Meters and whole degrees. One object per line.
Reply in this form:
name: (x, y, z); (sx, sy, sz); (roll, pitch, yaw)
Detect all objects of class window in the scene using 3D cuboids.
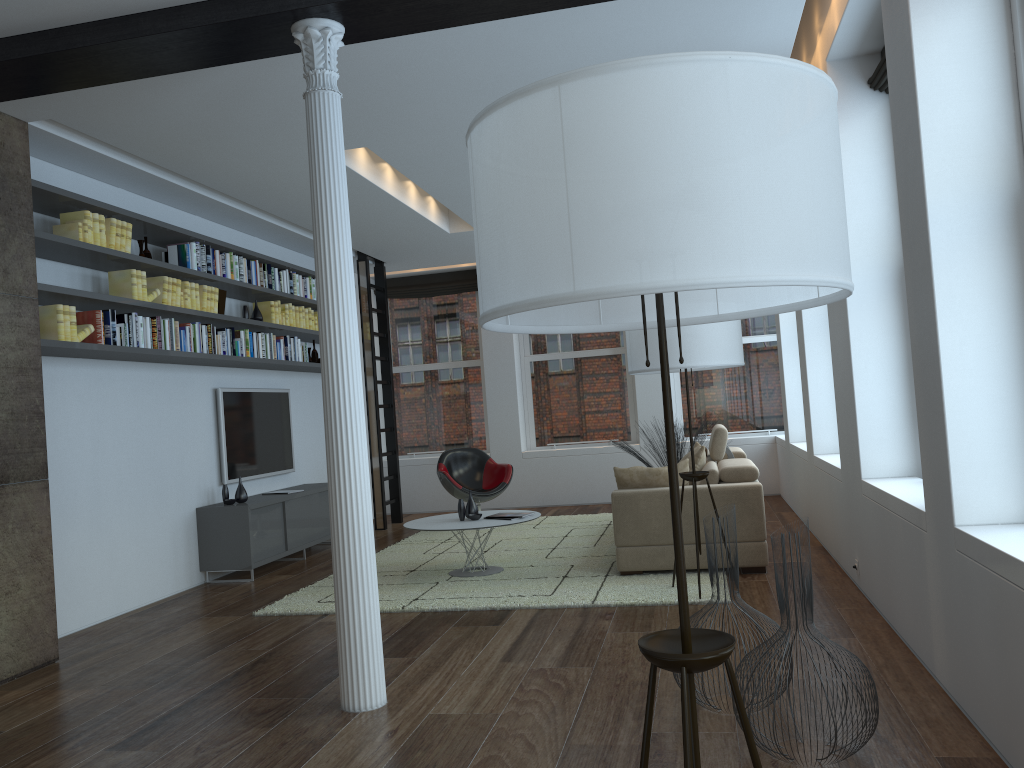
window: (-0.975, -0.199, 11.349); (1.420, 2.400, 0.123); (-5, -2, 12)
window: (1.649, -0.656, 2.356); (0.123, 2.400, 1.432); (-5, -2, 12)
window: (0.801, -0.341, 10.980); (1.420, 2.400, 0.123); (-5, -2, 12)
window: (2.602, -0.485, 10.597); (1.474, 2.400, 0.123); (-5, -2, 12)

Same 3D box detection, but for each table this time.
table: (-0.279, 1.199, 6.579); (1.022, 0.393, 1.022); (-3, -2, -34)

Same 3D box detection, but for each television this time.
television: (-2.308, 0.445, 8.025); (0.074, 0.812, 1.307); (-5, -2, 12)

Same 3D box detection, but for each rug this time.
rug: (0.228, 1.393, 7.446); (2.972, 0.020, 4.231); (-5, -2, 12)

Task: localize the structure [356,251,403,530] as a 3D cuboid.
structure: (-1.480, 0.068, 9.948); (0.120, 3.059, 0.600); (-5, -2, 12)

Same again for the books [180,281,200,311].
books: (-2.470, -0.640, 6.615); (0.209, 0.220, 0.278); (-5, -2, 10)

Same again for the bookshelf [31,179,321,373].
bookshelf: (-2.361, -0.633, 7.335); (0.400, 0.942, 4.804); (-5, -2, 12)

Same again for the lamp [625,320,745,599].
lamp: (1.098, 0.409, 5.399); (0.698, 1.728, 0.698); (-5, -2, 35)

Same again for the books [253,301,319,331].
books: (-2.070, -0.619, 8.622); (0.242, 0.237, 1.489); (-5, -2, 12)

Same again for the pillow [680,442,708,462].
pillow: (1.492, 0.718, 7.550); (0.368, 0.416, 0.519); (-4, -2, 7)

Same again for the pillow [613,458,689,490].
pillow: (0.989, 0.728, 6.240); (0.518, 0.393, 0.395); (-4, -2, 8)

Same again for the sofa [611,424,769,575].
sofa: (1.425, 0.831, 7.184); (1.018, 0.950, 2.581); (-5, -2, 12)

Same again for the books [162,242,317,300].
books: (-2.189, -0.929, 7.994); (0.242, 0.237, 2.981); (-5, -2, 12)

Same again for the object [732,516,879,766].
object: (0.946, 0.827, 2.931); (0.458, 0.781, 0.458); (-5, -2, 11)

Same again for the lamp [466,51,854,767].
lamp: (0.322, 0.358, 1.690); (0.698, 1.728, 0.698); (-5, -2, 35)

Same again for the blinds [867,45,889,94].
blinds: (1.880, -1.698, 4.174); (0.156, 0.275, 1.396); (-5, -2, 12)

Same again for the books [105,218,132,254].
books: (-2.624, -0.946, 5.786); (0.189, 0.228, 0.249); (-5, -2, 12)

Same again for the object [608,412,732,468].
object: (1.586, 0.822, 9.002); (1.119, 1.014, 1.125); (-4, -2, -2)

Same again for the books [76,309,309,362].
books: (-2.353, -0.331, 6.977); (0.242, 0.237, 2.981); (-5, -2, 12)

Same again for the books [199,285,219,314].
books: (-2.413, -0.638, 6.880); (0.189, 0.228, 0.249); (-5, -2, 12)

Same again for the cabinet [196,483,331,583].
cabinet: (-2.056, 1.280, 7.943); (0.450, 0.603, 2.000); (-5, -2, 12)

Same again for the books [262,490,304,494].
books: (-2.061, 0.974, 7.988); (0.300, 0.010, 0.220); (-5, -2, 27)

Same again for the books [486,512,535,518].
books: (-0.010, 0.966, 6.533); (0.300, 0.010, 0.220); (-5, -2, 27)

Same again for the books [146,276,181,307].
books: (-2.519, -0.645, 6.376); (0.189, 0.228, 0.249); (-5, -2, 12)

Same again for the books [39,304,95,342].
books: (-2.689, -0.344, 5.351); (0.189, 0.224, 0.345); (-5, -2, 12)

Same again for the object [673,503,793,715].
object: (0.829, 0.850, 3.431); (0.458, 0.781, 0.458); (-5, -2, 11)

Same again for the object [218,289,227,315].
object: (-2.352, -0.635, 7.061); (0.124, 0.219, 0.124); (-5, -2, 10)

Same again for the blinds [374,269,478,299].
blinds: (-1.067, -1.256, 11.287); (1.412, 0.307, 0.156); (-5, -2, 12)

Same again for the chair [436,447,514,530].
chair: (-0.375, 1.074, 9.254); (0.810, 0.818, 0.669); (-4, -2, -9)

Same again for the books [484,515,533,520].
books: (-0.028, 0.977, 6.515); (0.220, 0.010, 0.300); (-3, -2, -43)

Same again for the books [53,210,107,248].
books: (-2.681, -0.948, 5.522); (0.209, 0.220, 0.278); (-5, -2, 10)

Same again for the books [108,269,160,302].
books: (-2.576, -0.646, 6.099); (0.189, 0.224, 0.345); (-5, -2, 12)

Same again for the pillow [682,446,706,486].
pillow: (1.376, 0.697, 6.936); (0.301, 0.439, 0.534); (-4, -2, 8)
